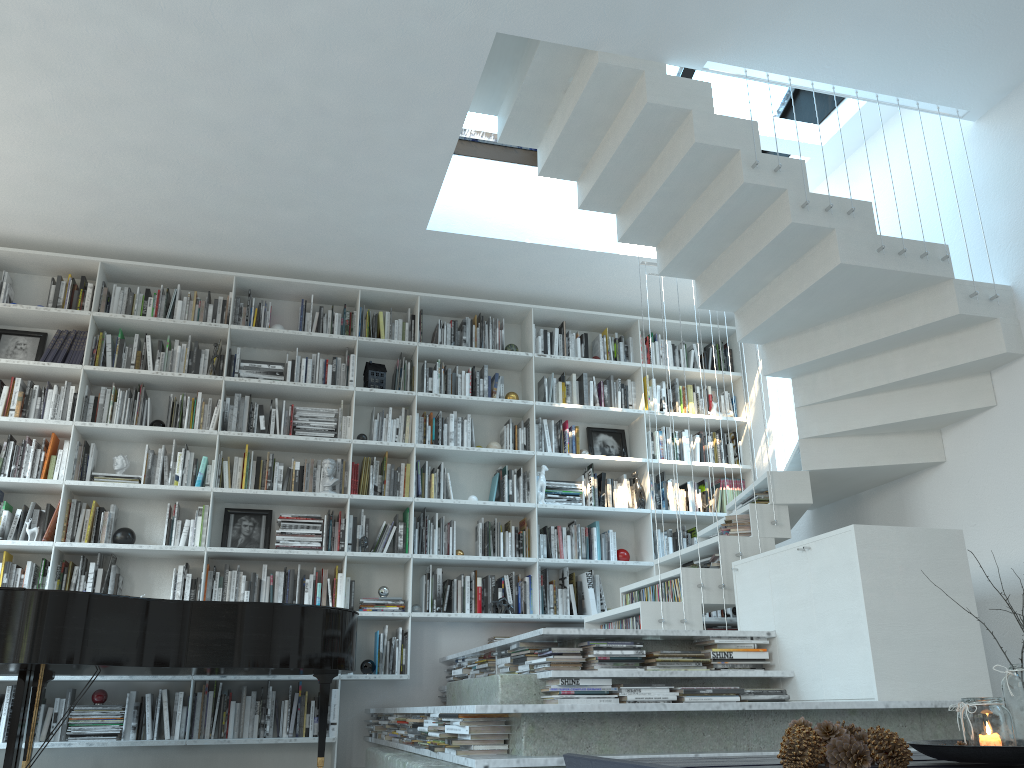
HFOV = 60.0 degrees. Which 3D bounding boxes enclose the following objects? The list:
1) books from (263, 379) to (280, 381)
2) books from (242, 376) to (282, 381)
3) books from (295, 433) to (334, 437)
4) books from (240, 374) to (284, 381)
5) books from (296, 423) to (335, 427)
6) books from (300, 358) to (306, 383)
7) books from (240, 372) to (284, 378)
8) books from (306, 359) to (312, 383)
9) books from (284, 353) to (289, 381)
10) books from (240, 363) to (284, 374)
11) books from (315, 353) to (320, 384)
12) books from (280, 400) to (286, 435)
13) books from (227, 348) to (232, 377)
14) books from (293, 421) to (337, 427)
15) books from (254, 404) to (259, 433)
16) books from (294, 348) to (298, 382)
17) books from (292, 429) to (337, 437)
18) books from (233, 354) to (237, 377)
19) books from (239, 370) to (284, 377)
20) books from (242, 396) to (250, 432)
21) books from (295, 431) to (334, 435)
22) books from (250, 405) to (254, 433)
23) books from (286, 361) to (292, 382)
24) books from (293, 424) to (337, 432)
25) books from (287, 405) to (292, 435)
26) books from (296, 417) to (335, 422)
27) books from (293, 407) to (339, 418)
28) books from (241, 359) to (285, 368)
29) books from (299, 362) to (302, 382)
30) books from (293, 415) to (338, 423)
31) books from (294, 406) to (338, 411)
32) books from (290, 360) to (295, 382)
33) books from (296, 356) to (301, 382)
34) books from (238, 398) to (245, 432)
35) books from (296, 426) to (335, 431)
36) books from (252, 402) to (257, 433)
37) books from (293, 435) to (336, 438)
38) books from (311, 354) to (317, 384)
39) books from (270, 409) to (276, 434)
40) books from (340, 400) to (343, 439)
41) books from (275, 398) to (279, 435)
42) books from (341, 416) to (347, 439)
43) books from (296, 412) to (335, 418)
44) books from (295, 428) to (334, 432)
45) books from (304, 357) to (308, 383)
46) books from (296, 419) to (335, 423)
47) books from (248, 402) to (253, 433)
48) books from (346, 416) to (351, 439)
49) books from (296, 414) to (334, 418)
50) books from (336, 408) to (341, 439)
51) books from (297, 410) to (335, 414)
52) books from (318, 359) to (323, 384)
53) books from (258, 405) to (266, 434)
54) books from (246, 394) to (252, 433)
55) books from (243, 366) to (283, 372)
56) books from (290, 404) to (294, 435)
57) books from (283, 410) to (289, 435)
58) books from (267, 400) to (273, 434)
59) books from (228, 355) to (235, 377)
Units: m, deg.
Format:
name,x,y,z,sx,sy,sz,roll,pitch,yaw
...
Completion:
name,x,y,z,sx,sy,sz,roll,pitch,yaw
books,-1.696,0.000,5.995,0.254,0.012,0.161,3,-20,-10
books,-1.697,-0.010,6.003,0.254,0.012,0.161,6,-21,-17
books,-1.335,0.367,5.980,0.254,0.012,0.161,5,-21,-15
books,-1.697,-0.021,6.006,0.285,0.012,0.160,6,-21,-17
books,-1.336,0.298,6.002,0.254,0.012,0.161,4,-21,-14
books,-1.437,-0.041,6.080,0.027,0.215,0.191,5,-21,-15
books,-1.698,-0.032,6.013,0.285,0.012,0.160,6,-21,-16
books,-1.400,-0.038,6.093,0.028,0.218,0.184,5,-21,-15
books,-1.546,-0.067,6.061,0.012,0.253,0.161,5,-20,-15
books,-1.697,-0.094,6.035,0.285,0.024,0.160,4,-21,-13
books,-1.347,-0.058,6.114,0.023,0.268,0.185,5,-20,-15
books,-1.535,0.268,5.934,0.021,0.268,0.192,5,-20,-15
books,-1.908,-0.093,5.978,0.012,0.253,0.161,5,-20,-15
books,-1.335,0.285,6.002,0.285,0.012,0.160,4,-21,-12
books,-1.702,0.271,5.897,0.011,0.238,0.148,5,-20,-15
books,-1.483,-0.081,6.066,0.011,0.283,0.191,5,-20,-15
books,-1.334,0.342,5.982,0.285,0.012,0.160,6,-21,-17
books,-1.868,-0.075,5.976,0.013,0.217,0.141,5,-20,-15
books,-1.695,-0.050,6.012,0.285,0.024,0.160,3,-20,-10
books,-1.771,0.242,5.895,0.029,0.294,0.151,5,-20,-15
books,-1.335,0.354,5.982,0.254,0.012,0.161,5,-21,-16
books,-1.728,0.273,5.891,0.014,0.232,0.147,5,-20,-15
books,-1.526,-0.036,6.050,0.025,0.187,0.194,5,-21,-15
books,-1.336,0.309,5.999,0.285,0.012,0.160,4,-21,-14
books,-1.497,0.285,5.947,0.015,0.244,0.183,5,-20,-15
books,-1.335,0.263,6.013,0.254,0.012,0.161,4,-21,-13
books,-1.334,0.202,6.027,0.285,0.012,0.160,7,-21,-19
books,-1.699,-0.115,6.048,0.285,0.024,0.160,5,-21,-15
books,-1.459,-0.032,6.086,0.011,0.203,0.134,5,-20,-15
books,-1.336,0.252,6.019,0.285,0.012,0.160,5,-21,-16
books,-1.336,0.193,6.037,0.285,0.012,0.160,4,-21,-13
books,-1.510,-0.041,6.089,0.024,0.222,0.129,5,-20,-15
books,-1.471,-0.053,6.077,0.021,0.236,0.172,5,-20,-15
books,-1.792,0.248,5.867,0.025,0.265,0.186,5,-20,-15
books,-1.335,0.319,5.992,0.254,0.012,0.161,6,-21,-16
books,-1.713,0.265,5.894,0.014,0.249,0.173,5,-20,-15
books,-1.334,0.378,5.974,0.285,0.012,0.160,4,-21,-14
books,-1.378,-0.055,6.127,0.029,0.272,0.141,5,-20,-15
books,-1.599,0.291,5.920,0.024,0.216,0.148,5,-20,-15
books,-1.173,0.282,6.055,0.012,0.317,0.140,5,-20,-15
books,-1.573,0.259,5.941,0.049,0.290,0.163,5,-20,-15
books,-1.151,0.339,6.038,0.030,0.197,0.172,5,-21,-15
books,-1.336,0.227,6.025,0.254,0.012,0.161,4,-21,-13
books,-1.334,0.331,5.988,0.254,0.012,0.161,4,-21,-13
books,-1.422,-0.048,6.101,0.012,0.243,0.132,5,-20,-15
books,-1.335,0.274,6.006,0.254,0.012,0.161,6,-21,-17
books,-1.740,0.263,5.891,0.011,0.251,0.153,5,-20,-15
books,-1.124,0.340,6.051,0.030,0.204,0.159,5,-20,-15
books,-1.334,0.238,6.015,0.254,0.012,0.161,3,-20,-10
books,-1.180,0.306,6.027,0.012,0.253,0.161,5,-20,-15
books,-1.337,0.217,6.033,0.254,0.012,0.161,5,-21,-15
books,-1.323,-0.037,6.104,0.023,0.222,0.191,5,-21,-15
books,-1.662,0.274,5.900,0.066,0.236,0.154,5,-20,-15
books,-1.750,0.239,5.894,0.011,0.299,0.180,5,-20,-15
books,-1.696,-0.073,6.023,0.254,0.025,0.161,6,-21,-18
books,-1.480,0.281,5.939,0.013,0.246,0.177,5,-20,-15
books,-1.517,0.300,5.945,0.024,0.215,0.133,5,-20,-15
books,-1.623,0.259,5.931,0.022,0.284,0.131,5,-20,-15
books,-1.884,-0.074,5.956,0.027,0.200,0.168,5,-21,-15
